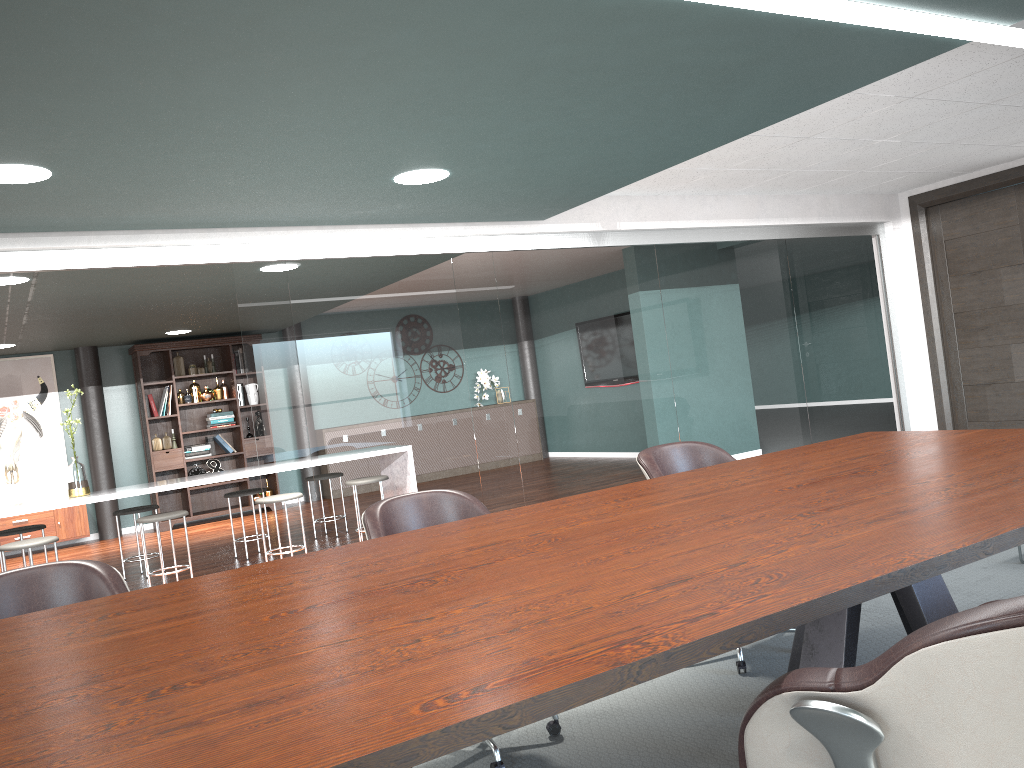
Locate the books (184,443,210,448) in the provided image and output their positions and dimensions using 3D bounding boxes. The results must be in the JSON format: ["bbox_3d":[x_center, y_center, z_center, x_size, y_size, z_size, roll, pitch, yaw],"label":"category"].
[{"bbox_3d":[-3.460,0.673,9.703,0.268,0.016,0.205,-8,0,-31],"label":"books"}]

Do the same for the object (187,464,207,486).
[{"bbox_3d":[-3.427,0.993,9.641,0.224,0.238,0.159,-8,0,-31],"label":"object"}]

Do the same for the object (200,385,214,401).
[{"bbox_3d":[-3.345,0.103,9.716,0.144,0.175,0.073,-8,0,-29],"label":"object"}]

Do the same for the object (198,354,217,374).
[{"bbox_3d":[-3.393,-0.217,9.825,0.196,0.221,0.184,-8,0,-30],"label":"object"}]

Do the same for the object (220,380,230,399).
[{"bbox_3d":[-3.230,0.064,9.950,0.092,0.222,0.092,-7,0,4],"label":"object"}]

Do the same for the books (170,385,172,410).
[{"bbox_3d":[-3.712,0.179,9.604,0.062,0.322,0.197,-8,0,-31],"label":"books"}]

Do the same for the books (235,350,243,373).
[{"bbox_3d":[-3.088,-0.241,10.008,0.016,0.268,0.205,-8,0,-31],"label":"books"}]

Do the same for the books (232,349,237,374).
[{"bbox_3d":[-3.145,-0.242,9.976,0.027,0.286,0.184,-8,0,-31],"label":"books"}]

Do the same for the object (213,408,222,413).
[{"bbox_3d":[-3.278,0.297,9.862,0.104,0.052,0.100,-8,0,-27],"label":"object"}]

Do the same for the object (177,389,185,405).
[{"bbox_3d":[-3.620,0.141,9.689,0.105,0.172,0.105,-8,0,-35],"label":"object"}]

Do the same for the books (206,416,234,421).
[{"bbox_3d":[-3.251,0.386,9.877,0.268,0.016,0.205,-8,0,-31],"label":"books"}]

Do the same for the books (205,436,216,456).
[{"bbox_3d":[-3.349,0.688,9.848,0.063,0.214,0.139,-8,0,-31],"label":"books"}]

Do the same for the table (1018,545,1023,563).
[{"bbox_3d":[2.960,0.511,3.471,0.926,0.359,1.477,-8,0,-31],"label":"table"}]

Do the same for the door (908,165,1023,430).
[{"bbox_3d":[3.643,-0.490,6.723,0.139,2.130,1.038,-8,0,-31],"label":"door"}]

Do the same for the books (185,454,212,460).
[{"bbox_3d":[-3.452,0.796,9.699,0.286,0.027,0.184,-8,0,-31],"label":"books"}]

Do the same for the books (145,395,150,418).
[{"bbox_3d":[-3.919,0.245,9.485,0.042,0.248,0.194,-8,0,-31],"label":"books"}]

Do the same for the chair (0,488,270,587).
[{"bbox_3d":[-2.829,1.191,6.003,4.029,0.512,1.479,-8,0,-31],"label":"chair"}]

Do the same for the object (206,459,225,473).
[{"bbox_3d":[-3.300,0.961,9.853,0.233,0.268,0.051,-8,0,-31],"label":"object"}]

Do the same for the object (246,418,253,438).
[{"bbox_3d":[-2.968,0.492,9.989,0.077,0.228,0.077,-7,0,42],"label":"object"}]

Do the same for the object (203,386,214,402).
[{"bbox_3d":[-3.371,0.109,9.843,0.099,0.169,0.099,-7,0,34],"label":"object"}]

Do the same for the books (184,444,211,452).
[{"bbox_3d":[-3.447,0.701,9.708,0.248,0.042,0.194,-8,0,-31],"label":"books"}]

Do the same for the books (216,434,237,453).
[{"bbox_3d":[-3.185,0.661,9.869,0.166,0.228,0.205,-8,0,-31],"label":"books"}]

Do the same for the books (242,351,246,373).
[{"bbox_3d":[-3.036,-0.237,10.038,0.042,0.248,0.194,-8,0,-31],"label":"books"}]

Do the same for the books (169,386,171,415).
[{"bbox_3d":[-3.721,0.186,9.602,0.063,0.309,0.210,-8,0,-31],"label":"books"}]

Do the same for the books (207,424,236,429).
[{"bbox_3d":[-3.239,0.472,9.877,0.268,0.016,0.205,-8,0,-31],"label":"books"}]

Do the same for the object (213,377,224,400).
[{"bbox_3d":[-3.257,0.050,9.827,0.108,0.256,0.108,-7,0,4],"label":"object"}]

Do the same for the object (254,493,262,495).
[{"bbox_3d":[-2.874,1.262,10.047,0.099,0.169,0.099,-7,0,34],"label":"object"}]

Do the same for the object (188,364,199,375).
[{"bbox_3d":[-3.502,-0.154,9.744,0.096,0.126,0.106,-7,0,20],"label":"object"}]

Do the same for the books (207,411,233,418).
[{"bbox_3d":[-3.254,0.341,9.878,0.248,0.042,0.194,-8,0,-31],"label":"books"}]

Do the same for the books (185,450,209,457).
[{"bbox_3d":[-3.459,0.761,9.697,0.248,0.042,0.194,-8,0,-31],"label":"books"}]

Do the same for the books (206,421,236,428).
[{"bbox_3d":[-3.240,0.450,9.879,0.286,0.027,0.184,-8,0,-31],"label":"books"}]

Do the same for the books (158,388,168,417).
[{"bbox_3d":[-3.775,0.200,9.577,0.115,0.296,0.210,-8,0,-31],"label":"books"}]

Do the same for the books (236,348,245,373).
[{"bbox_3d":[-3.070,-0.252,10.021,0.027,0.286,0.184,-8,0,-31],"label":"books"}]

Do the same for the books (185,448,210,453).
[{"bbox_3d":[-3.463,0.732,9.697,0.268,0.016,0.205,-8,0,-31],"label":"books"}]

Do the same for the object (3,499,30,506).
[{"bbox_3d":[-4.990,1.213,8.941,0.245,0.112,0.261,-8,0,-23],"label":"object"}]

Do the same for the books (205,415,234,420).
[{"bbox_3d":[-3.252,0.370,9.871,0.268,0.016,0.205,-8,0,-31],"label":"books"}]

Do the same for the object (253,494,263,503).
[{"bbox_3d":[-2.847,1.255,9.921,0.144,0.175,0.073,-8,0,-29],"label":"object"}]

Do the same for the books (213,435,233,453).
[{"bbox_3d":[-3.214,0.667,9.851,0.176,0.227,0.194,-8,0,-31],"label":"books"}]

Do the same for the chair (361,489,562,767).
[{"bbox_3d":[-0.189,0.722,2.696,0.523,0.761,0.533,-7,0,41],"label":"chair"}]

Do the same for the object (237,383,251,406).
[{"bbox_3d":[-2.995,0.115,10.072,0.268,0.262,0.137,-7,0,9],"label":"object"}]

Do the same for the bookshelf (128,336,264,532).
[{"bbox_3d":[-3.370,0.511,9.810,1.339,1.984,0.482,-8,0,-31],"label":"bookshelf"}]

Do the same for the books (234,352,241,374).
[{"bbox_3d":[-3.112,-0.227,9.993,0.042,0.248,0.194,-8,0,-31],"label":"books"}]

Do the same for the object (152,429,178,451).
[{"bbox_3d":[-3.758,0.599,9.548,0.250,0.221,0.186,-8,0,-32],"label":"object"}]

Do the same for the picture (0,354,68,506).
[{"bbox_3d":[-5.160,0.492,9.077,1.002,1.512,0.031,-8,0,-31],"label":"picture"}]

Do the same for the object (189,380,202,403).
[{"bbox_3d":[-3.484,0.083,9.753,0.114,0.251,0.114,-7,0,-5],"label":"object"}]

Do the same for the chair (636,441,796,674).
[{"bbox_3d":[0.757,0.597,3.269,0.535,0.761,0.518,-8,0,-24],"label":"chair"}]

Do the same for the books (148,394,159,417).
[{"bbox_3d":[-3.865,0.236,9.517,0.084,0.252,0.194,-8,0,-31],"label":"books"}]

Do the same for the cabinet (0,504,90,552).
[{"bbox_3d":[-4.944,1.455,8.929,1.200,0.379,0.368,-8,0,-31],"label":"cabinet"}]

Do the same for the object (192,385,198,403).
[{"bbox_3d":[-3.452,0.110,9.648,0.040,0.191,0.040,-8,0,-21],"label":"object"}]

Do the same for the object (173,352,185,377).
[{"bbox_3d":[-3.642,-0.210,9.699,0.104,0.273,0.104,-7,0,5],"label":"object"}]

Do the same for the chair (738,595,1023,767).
[{"bbox_3d":[0.651,0.615,1.244,0.523,0.761,0.533,-7,0,45],"label":"chair"}]

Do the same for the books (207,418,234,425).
[{"bbox_3d":[-3.246,0.415,9.877,0.248,0.042,0.194,-8,0,-31],"label":"books"}]

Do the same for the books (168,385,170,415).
[{"bbox_3d":[-3.726,0.181,9.597,0.062,0.322,0.197,-8,0,-31],"label":"books"}]

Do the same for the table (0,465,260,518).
[{"bbox_3d":[-2.838,1.097,5.936,4.577,0.699,0.609,-8,0,-31],"label":"table"}]

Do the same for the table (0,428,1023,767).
[{"bbox_3d":[-1.078,0.870,1.163,6.694,0.706,1.374,-8,0,-31],"label":"table"}]

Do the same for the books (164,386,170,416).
[{"bbox_3d":[-3.735,0.188,9.596,0.063,0.309,0.210,-8,0,-31],"label":"books"}]

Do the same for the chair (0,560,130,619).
[{"bbox_3d":[-1.109,0.844,2.157,0.535,0.761,0.518,-8,0,-24],"label":"chair"}]

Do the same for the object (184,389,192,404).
[{"bbox_3d":[-3.525,0.134,9.638,0.079,0.161,0.080,-7,0,-5],"label":"object"}]

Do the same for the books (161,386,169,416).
[{"bbox_3d":[-3.752,0.187,9.585,0.090,0.316,0.197,-8,0,-31],"label":"books"}]
